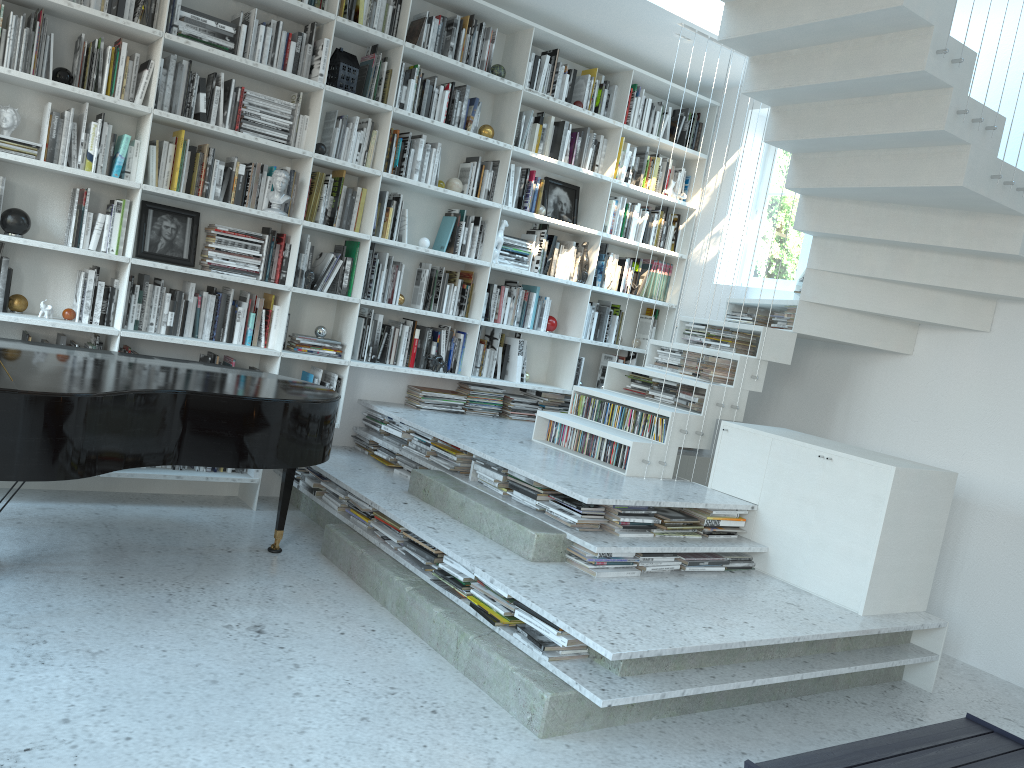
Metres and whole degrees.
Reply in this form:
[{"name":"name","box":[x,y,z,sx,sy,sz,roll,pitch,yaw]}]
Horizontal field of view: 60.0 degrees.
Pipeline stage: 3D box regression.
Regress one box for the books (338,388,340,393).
[{"name":"books","box":[-1.076,0.109,5.276,0.012,0.206,0.160,7,6,-36]}]

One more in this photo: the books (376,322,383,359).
[{"name":"books","box":[-0.854,-0.279,5.433,0.010,0.277,0.173,7,6,-36]}]

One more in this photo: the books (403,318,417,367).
[{"name":"books","box":[-0.665,-0.261,5.562,0.012,0.293,0.174,7,6,-36]}]

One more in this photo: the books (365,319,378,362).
[{"name":"books","box":[-0.888,-0.272,5.400,0.023,0.256,0.177,7,6,-36]}]

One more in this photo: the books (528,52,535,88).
[{"name":"books","box":[0.068,-1.988,5.695,0.025,0.251,0.177,7,6,-36]}]

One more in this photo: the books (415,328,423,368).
[{"name":"books","box":[-0.625,-0.233,5.625,0.021,0.243,0.131,7,6,-36]}]

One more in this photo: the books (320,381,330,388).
[{"name":"books","box":[-1.133,0.095,5.201,0.026,0.225,0.174,7,6,-36]}]

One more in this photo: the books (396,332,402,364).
[{"name":"books","box":[-0.743,-0.237,5.538,0.012,0.221,0.153,7,6,-36]}]

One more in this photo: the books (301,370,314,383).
[{"name":"books","box":[-1.209,0.063,5.161,0.005,0.264,0.162,7,6,-36]}]

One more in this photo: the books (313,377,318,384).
[{"name":"books","box":[-1.188,0.076,5.168,0.014,0.246,0.176,7,6,-36]}]

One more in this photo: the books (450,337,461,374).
[{"name":"books","box":[-0.403,-0.194,5.757,0.025,0.228,0.175,7,6,-36]}]

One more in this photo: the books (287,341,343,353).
[{"name":"books","box":[-1.153,-0.217,5.183,0.285,0.012,0.159,8,5,-33]}]

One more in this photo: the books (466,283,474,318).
[{"name":"books","box":[-0.307,-0.550,5.775,0.009,0.224,0.145,7,6,-36]}]

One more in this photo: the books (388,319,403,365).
[{"name":"books","box":[-0.746,-0.261,5.524,0.014,0.268,0.171,7,6,-36]}]

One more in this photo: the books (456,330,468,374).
[{"name":"books","box":[-0.362,-0.212,5.790,0.025,0.273,0.171,7,6,-36]}]

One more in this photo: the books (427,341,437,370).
[{"name":"books","box":[-0.545,-0.190,5.673,0.025,0.181,0.168,7,6,-36]}]

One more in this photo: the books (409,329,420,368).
[{"name":"books","box":[-0.654,-0.236,5.579,0.031,0.244,0.184,7,6,-36]}]

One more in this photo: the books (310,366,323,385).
[{"name":"books","box":[-1.174,0.049,5.195,0.032,0.300,0.148,7,6,-36]}]

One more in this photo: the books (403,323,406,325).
[{"name":"books","box":[-0.716,-0.255,5.572,0.016,0.261,0.098,7,6,-36]}]

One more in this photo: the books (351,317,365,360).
[{"name":"books","box":[-0.952,-0.281,5.377,0.012,0.254,0.160,7,6,-36]}]

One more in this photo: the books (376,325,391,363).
[{"name":"books","box":[-0.831,-0.253,5.462,0.065,0.231,0.161,7,6,-36]}]

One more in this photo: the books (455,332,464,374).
[{"name":"books","box":[-0.383,-0.207,5.775,0.026,0.258,0.156,7,6,-36]}]

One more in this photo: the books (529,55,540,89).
[{"name":"books","box":[0.091,-1.980,5.706,0.026,0.242,0.184,7,6,-36]}]

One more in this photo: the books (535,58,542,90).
[{"name":"books","box":[0.118,-1.982,5.756,0.027,0.250,0.139,7,6,-36]}]

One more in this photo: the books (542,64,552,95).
[{"name":"books","box":[0.187,-1.962,5.789,0.031,0.231,0.148,7,6,-36]}]

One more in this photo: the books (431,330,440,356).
[{"name":"books","box":[-0.526,-0.222,5.682,0.012,0.249,0.164,7,6,-36]}]

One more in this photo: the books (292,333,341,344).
[{"name":"books","box":[-1.141,-0.264,5.175,0.254,0.012,0.160,8,5,-27]}]

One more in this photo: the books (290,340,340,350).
[{"name":"books","box":[-1.152,-0.230,5.186,0.254,0.012,0.160,8,5,-31]}]

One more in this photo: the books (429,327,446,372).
[{"name":"books","box":[-0.490,-0.225,5.699,0.070,0.267,0.185,7,6,-36]}]

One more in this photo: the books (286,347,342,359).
[{"name":"books","box":[-1.159,-0.182,5.186,0.285,0.012,0.159,8,5,-33]}]

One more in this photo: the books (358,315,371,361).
[{"name":"books","box":[-0.925,-0.280,5.371,0.023,0.262,0.186,7,6,-36]}]

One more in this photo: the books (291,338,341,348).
[{"name":"books","box":[-1.145,-0.240,5.175,0.254,0.012,0.160,8,5,-36]}]

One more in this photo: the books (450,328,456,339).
[{"name":"books","box":[-0.430,-0.228,5.769,0.012,0.283,0.143,7,6,-36]}]

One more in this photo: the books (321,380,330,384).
[{"name":"books","box":[-1.127,0.093,5.226,0.012,0.226,0.149,7,6,-36]}]

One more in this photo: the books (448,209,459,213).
[{"name":"books","box":[-0.391,-0.963,5.630,0.016,0.290,0.135,7,6,-36]}]

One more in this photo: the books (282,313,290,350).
[{"name":"books","box":[-1.334,-0.311,5.119,0.030,0.210,0.136,7,6,-36]}]

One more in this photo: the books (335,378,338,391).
[{"name":"books","box":[-1.092,0.074,5.260,0.015,0.271,0.157,7,6,-36]}]

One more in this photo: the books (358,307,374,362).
[{"name":"books","box":[-0.908,-0.305,5.379,0.010,0.317,0.186,7,6,-36]}]

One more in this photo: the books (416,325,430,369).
[{"name":"books","box":[-0.595,-0.237,5.625,0.026,0.263,0.173,7,6,-36]}]

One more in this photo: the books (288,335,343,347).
[{"name":"books","box":[-1.147,-0.253,5.182,0.285,0.012,0.159,8,5,-32]}]

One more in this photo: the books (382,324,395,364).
[{"name":"books","box":[-0.789,-0.250,5.505,0.029,0.235,0.142,7,6,-36]}]

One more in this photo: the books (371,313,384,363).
[{"name":"books","box":[-0.863,-0.288,5.413,0.030,0.295,0.188,7,6,-36]}]

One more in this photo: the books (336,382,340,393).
[{"name":"books","box":[-1.077,0.097,5.258,0.013,0.233,0.149,7,6,-36]}]

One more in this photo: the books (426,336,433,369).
[{"name":"books","box":[-0.565,-0.208,5.663,0.022,0.211,0.135,7,6,-36]}]

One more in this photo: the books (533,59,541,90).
[{"name":"books","box":[0.106,-1.973,5.728,0.024,0.231,0.168,7,6,-36]}]

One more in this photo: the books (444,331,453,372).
[{"name":"books","box":[-0.448,-0.220,5.741,0.021,0.265,0.149,7,6,-36]}]

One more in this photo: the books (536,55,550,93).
[{"name":"books","box":[0.161,-1.989,5.763,0.048,0.278,0.149,7,6,-36]}]

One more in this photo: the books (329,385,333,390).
[{"name":"books","box":[-1.109,0.104,5.219,0.011,0.212,0.178,7,6,-36]}]

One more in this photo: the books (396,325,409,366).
[{"name":"books","box":[-0.716,-0.248,5.534,0.025,0.253,0.181,7,6,-36]}]

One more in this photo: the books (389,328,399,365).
[{"name":"books","box":[-0.766,-0.244,5.517,0.024,0.228,0.159,7,6,-36]}]

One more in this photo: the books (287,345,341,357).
[{"name":"books","box":[-1.159,-0.194,5.189,0.285,0.012,0.159,8,5,-31]}]

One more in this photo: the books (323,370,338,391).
[{"name":"books","box":[-1.093,0.069,5.231,0.021,0.285,0.172,7,6,-36]}]

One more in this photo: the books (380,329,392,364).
[{"name":"books","box":[-0.802,-0.242,5.486,0.011,0.217,0.175,7,6,-36]}]

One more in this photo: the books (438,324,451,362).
[{"name":"books","box":[-0.459,-0.236,5.730,0.013,0.294,0.134,7,6,-36]}]

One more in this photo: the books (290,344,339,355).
[{"name":"books","box":[-1.156,-0.206,5.186,0.254,0.012,0.160,8,5,-30]}]

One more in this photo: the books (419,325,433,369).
[{"name":"books","box":[-0.578,-0.236,5.645,0.026,0.263,0.169,7,6,-36]}]

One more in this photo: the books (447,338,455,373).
[{"name":"books","box":[-0.432,-0.194,5.743,0.013,0.220,0.168,7,6,-36]}]

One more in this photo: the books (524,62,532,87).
[{"name":"books","box":[0.049,-1.955,5.675,0.022,0.182,0.189,7,6,-36]}]

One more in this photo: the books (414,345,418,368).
[{"name":"books","box":[-0.640,-0.232,5.607,0.025,0.238,0.156,7,6,-36]}]

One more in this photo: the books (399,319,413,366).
[{"name":"books","box":[-0.688,-0.262,5.573,0.012,0.285,0.159,7,6,-36]}]
